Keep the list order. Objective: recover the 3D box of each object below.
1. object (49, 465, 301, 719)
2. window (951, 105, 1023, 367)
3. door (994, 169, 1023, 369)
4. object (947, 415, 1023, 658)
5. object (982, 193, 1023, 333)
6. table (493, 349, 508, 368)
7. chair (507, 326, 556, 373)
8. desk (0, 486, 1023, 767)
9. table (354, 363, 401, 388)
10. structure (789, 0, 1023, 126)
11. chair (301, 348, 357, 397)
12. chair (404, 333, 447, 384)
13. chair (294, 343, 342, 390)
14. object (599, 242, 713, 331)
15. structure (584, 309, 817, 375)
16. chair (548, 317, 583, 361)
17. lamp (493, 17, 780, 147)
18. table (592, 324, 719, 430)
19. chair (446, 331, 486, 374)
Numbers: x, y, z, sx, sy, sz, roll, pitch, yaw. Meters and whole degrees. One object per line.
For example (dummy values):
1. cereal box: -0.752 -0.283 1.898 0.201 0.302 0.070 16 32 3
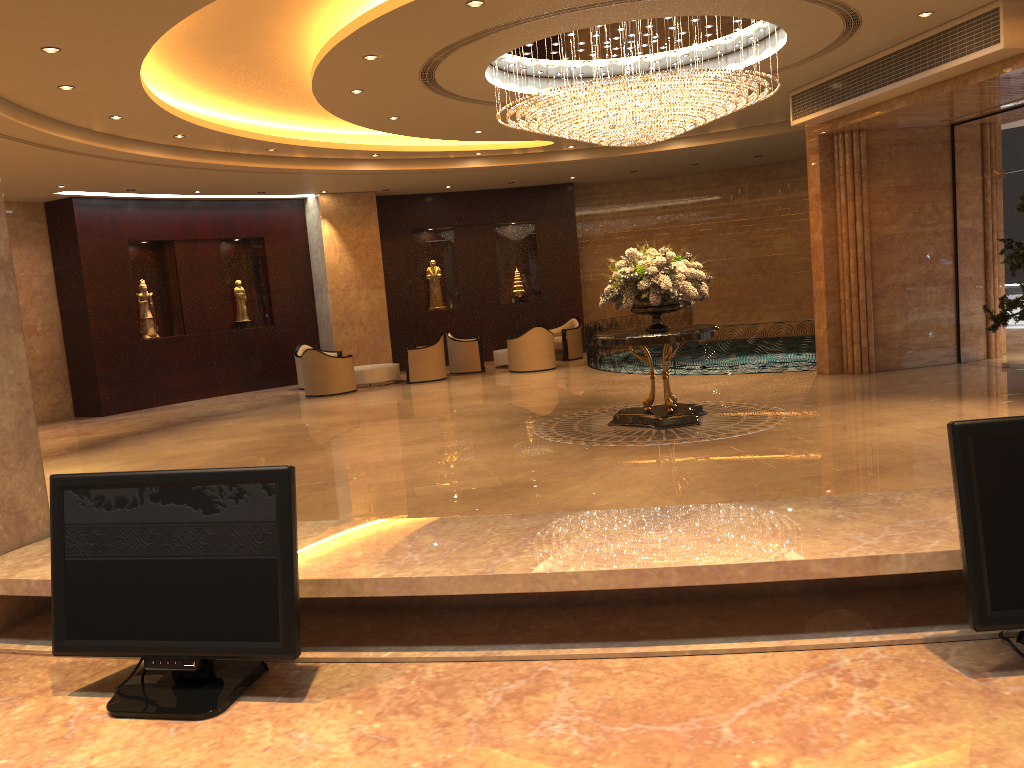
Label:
1. object: -0.736 0.437 1.933 0.430 0.500 0.531 -10 8 -39
2. window: 7.017 -1.896 11.572 0.047 3.571 3.515 -6 7 -12
3. door: 7.050 -1.523 11.614 0.195 2.758 1.880 -6 7 -12
4. object: 1.166 0.298 1.709 0.531 0.500 0.430 0 8 39
5. object: 6.255 -1.127 10.509 1.250 2.363 0.843 -9 8 -31
6. table: 0.201 -0.578 19.221 1.196 0.354 1.196 -3 7 16
7. chair: 0.428 -0.728 17.881 0.951 0.916 0.769 -7 7 -17
8. desk: -1.645 0.964 3.509 12.951 1.155 3.466 -2 7 23
9. table: -2.862 -0.168 17.945 1.196 0.354 1.196 -3 7 15
10. structure: 4.670 -3.811 10.888 0.425 0.483 4.113 -6 7 -12
11. chair: -3.534 -0.257 16.758 0.951 0.916 0.769 -2 7 23
12. chair: -1.719 -0.529 17.765 0.769 0.916 0.951 -5 6 3
13. chair: -4.044 -0.394 18.347 0.769 0.916 0.951 0 8 38
14. object: 1.675 -1.135 10.436 1.277 0.999 1.318 -3 7 19
15. structure: 3.383 -0.851 18.001 3.815 0.995 7.624 -4 7 7
16. chair: 1.160 -1.012 19.822 0.769 0.916 0.951 -10 8 -36
17. lamp: 1.403 -3.353 10.195 3.206 1.196 3.204 -2 7 25
18. table: 1.739 -0.103 10.579 1.493 1.089 1.493 -7 7 -18
19. chair: -0.983 -0.709 18.783 0.769 0.916 0.951 -5 6 -2
